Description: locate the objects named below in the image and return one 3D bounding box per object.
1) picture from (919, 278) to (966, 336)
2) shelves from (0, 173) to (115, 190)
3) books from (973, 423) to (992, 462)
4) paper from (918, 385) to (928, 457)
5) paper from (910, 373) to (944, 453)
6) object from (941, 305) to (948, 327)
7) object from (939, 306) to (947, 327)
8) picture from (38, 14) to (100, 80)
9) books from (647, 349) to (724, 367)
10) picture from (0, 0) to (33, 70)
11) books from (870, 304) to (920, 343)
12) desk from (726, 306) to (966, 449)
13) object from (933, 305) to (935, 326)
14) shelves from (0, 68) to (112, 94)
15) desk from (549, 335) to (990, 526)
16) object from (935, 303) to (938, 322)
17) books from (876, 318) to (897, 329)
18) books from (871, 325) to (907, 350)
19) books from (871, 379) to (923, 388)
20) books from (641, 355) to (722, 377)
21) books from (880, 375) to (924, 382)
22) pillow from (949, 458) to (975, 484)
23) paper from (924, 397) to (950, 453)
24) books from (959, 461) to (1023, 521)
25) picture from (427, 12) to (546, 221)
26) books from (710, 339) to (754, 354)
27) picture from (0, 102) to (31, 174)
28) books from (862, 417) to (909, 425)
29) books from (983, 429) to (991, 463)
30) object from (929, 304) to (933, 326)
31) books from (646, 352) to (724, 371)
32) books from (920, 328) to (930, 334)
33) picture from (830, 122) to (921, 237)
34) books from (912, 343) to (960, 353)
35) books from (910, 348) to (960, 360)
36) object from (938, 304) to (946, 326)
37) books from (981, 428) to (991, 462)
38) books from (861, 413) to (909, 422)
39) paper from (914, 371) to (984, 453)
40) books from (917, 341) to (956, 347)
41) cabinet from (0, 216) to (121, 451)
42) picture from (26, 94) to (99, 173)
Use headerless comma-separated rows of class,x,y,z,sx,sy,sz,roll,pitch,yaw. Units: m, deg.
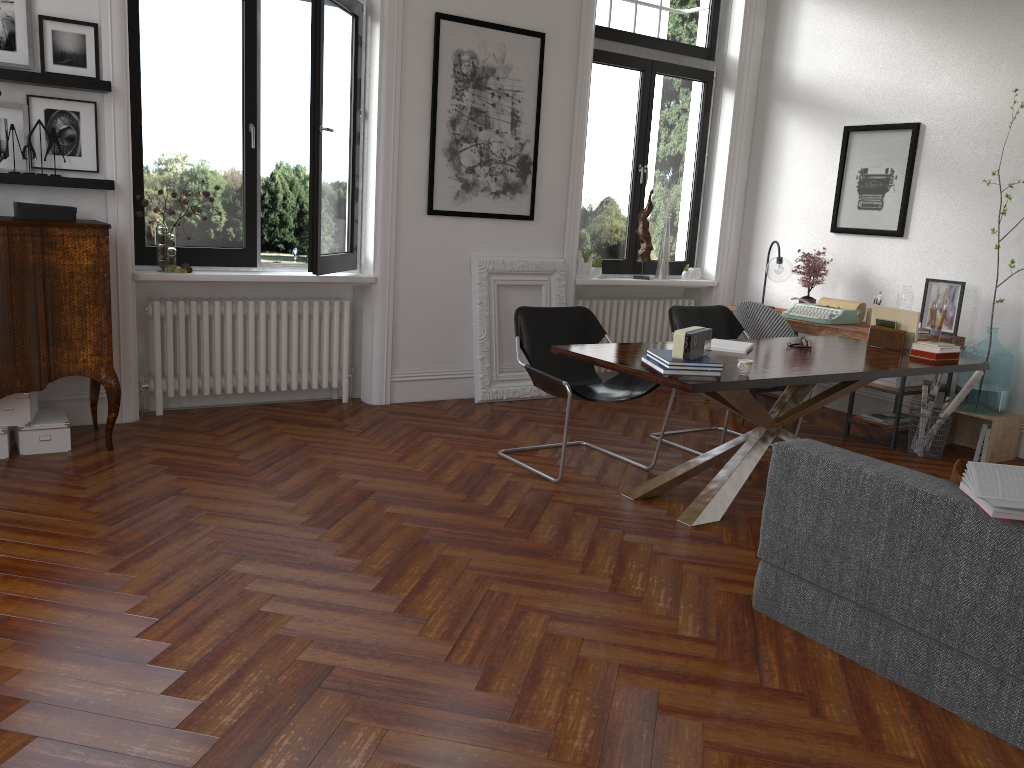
picture,2.981,-0.536,6.157,0.023,0.371,0.281,-4,14,-33
shelves,-2.892,-1.083,4.598,1.513,0.055,0.155,-4,13,-33
books,3.092,0.377,5.760,0.187,0.259,0.054,-4,14,-32
paper,2.662,0.243,5.745,0.073,0.481,0.033,4,12,3
paper,2.763,0.147,5.879,0.293,0.629,0.047,-6,16,-39
object,2.380,-0.341,4.903,0.008,0.196,0.036,-1,13,-21
object,2.368,-0.338,4.896,0.008,0.194,0.049,2,12,-9
picture,-2.401,-1.818,4.813,0.289,0.305,0.020,-4,14,-32
books,0.773,-0.118,3.992,0.250,0.017,0.343,2,11,-8
picture,-2.704,-1.871,4.601,0.369,0.410,0.020,-4,14,-32
books,2.240,-0.331,5.200,0.043,0.240,0.309,-4,14,-33
desk,2.325,-0.105,6.702,0.647,0.761,1.791,-4,14,-33
object,2.337,-0.342,4.908,0.049,0.194,0.008,-3,14,-28
shelves,-2.859,-1.595,4.486,1.513,0.055,0.157,-4,13,-33
desk,1.376,0.213,4.723,2.224,0.755,1.026,-4,14,-33
object,2.360,-0.351,4.948,0.008,0.196,0.032,6,12,10
books,2.191,-0.299,5.201,0.040,0.158,0.128,-4,14,-33
books,2.175,-0.266,5.146,0.028,0.125,0.220,-4,14,-33
books,2.620,-0.022,6.058,0.308,0.038,0.225,-4,13,-34
books,0.758,-0.082,4.006,0.264,0.027,0.346,2,11,-8
books,2.626,-0.059,6.061,0.308,0.038,0.225,-4,13,-33
pillow,1.618,0.396,2.875,0.470,0.398,0.329,4,12,4
paper,2.808,0.272,5.858,0.126,0.390,0.025,1,12,-11
books,1.468,0.309,2.570,0.224,0.096,0.277,5,11,8
picture,-0.176,-1.850,6.277,0.882,1.329,0.035,-4,14,-32
books,1.169,-0.203,4.776,0.230,0.026,0.324,8,12,21
picture,-2.796,-1.309,4.685,0.433,0.366,0.020,-4,14,-32
books,2.598,0.246,6.158,0.267,0.014,0.195,-4,13,-34
books,3.108,0.399,5.723,0.170,0.233,0.012,-4,14,-32
object,2.335,-0.348,4.934,0.049,0.194,0.008,9,13,25
books,0.772,-0.102,3.995,0.250,0.017,0.343,2,11,-8
books,2.782,-0.379,6.181,0.213,0.031,0.128,4,11,4
picture,2.744,-1.546,6.727,0.050,0.819,0.631,-4,14,-33
books,2.345,-0.201,4.900,0.207,0.029,0.163,-4,13,-35
books,2.339,-0.167,4.899,0.215,0.040,0.159,-3,13,-31
object,2.383,-0.347,4.937,0.038,0.196,0.008,2,12,-7
books,3.101,0.396,5.734,0.170,0.233,0.012,-4,14,-32
books,2.599,0.231,6.155,0.268,0.014,0.195,-1,12,-22
paper,2.794,0.186,5.683,0.329,0.612,0.047,12,15,36
books,2.350,-0.223,4.911,0.159,0.008,0.128,-3,13,-31
cabinet,-2.743,-0.237,4.553,1.265,1.223,0.638,-4,14,-32
picture,-2.470,-1.373,4.884,0.343,0.386,0.020,-4,14,-32
